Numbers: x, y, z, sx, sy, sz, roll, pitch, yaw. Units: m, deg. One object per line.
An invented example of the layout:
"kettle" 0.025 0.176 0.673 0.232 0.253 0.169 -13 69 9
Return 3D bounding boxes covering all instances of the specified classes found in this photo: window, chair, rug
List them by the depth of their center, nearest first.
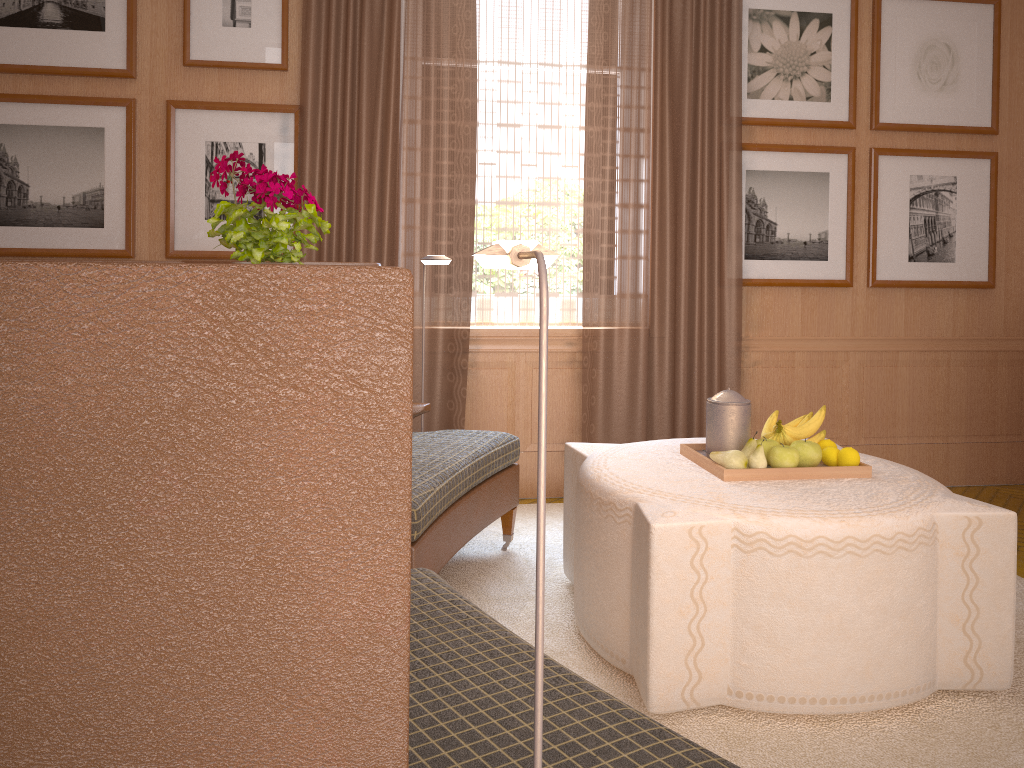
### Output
"chair" -0.500 0.686 2.201 1.722 1.969 1.920 -2 5 -34
"rug" 0.626 1.546 3.311 5.993 0.020 8.024 0 8 -9
"chair" -1.022 0.235 5.432 1.721 1.968 1.921 2 4 16
"window" 0.080 -2.141 7.809 2.433 3.372 0.849 0 1 -9

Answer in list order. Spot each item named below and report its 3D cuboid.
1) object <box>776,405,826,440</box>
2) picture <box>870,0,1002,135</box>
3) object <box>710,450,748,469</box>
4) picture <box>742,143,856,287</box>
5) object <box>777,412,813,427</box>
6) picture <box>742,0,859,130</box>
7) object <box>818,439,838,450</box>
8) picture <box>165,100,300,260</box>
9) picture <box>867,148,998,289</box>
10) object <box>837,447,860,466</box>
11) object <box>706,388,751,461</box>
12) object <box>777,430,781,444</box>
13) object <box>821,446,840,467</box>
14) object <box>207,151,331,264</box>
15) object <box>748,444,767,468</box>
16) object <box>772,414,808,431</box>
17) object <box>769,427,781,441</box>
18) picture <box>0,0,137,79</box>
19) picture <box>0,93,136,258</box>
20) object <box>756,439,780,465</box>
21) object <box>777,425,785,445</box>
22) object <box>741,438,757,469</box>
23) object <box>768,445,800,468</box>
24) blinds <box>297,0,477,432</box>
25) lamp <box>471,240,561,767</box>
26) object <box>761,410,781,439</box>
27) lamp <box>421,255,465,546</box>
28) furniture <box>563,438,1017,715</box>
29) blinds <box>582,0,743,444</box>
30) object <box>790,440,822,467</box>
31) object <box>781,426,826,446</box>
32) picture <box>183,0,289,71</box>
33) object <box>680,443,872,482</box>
"object" 1.619 0.219 4.867 0.404 0.169 0.071 -4 4 -32
"picture" 3.838 -2.899 7.955 1.249 1.247 0.048 0 1 -9
"object" 1.112 0.401 4.510 0.194 0.128 0.134 2 5 11
"picture" 2.431 -1.483 7.759 1.249 1.247 0.048 0 1 -9
"object" 1.567 0.257 4.912 0.377 0.171 0.065 -5 5 -42
"picture" 2.449 -2.887 7.738 1.249 1.247 0.048 0 1 -9
"object" 1.734 0.369 4.851 0.114 0.133 0.108 4 5 38
"picture" -2.211 -1.618 7.029 1.049 1.247 0.048 0 1 -9
"picture" 3.819 -1.494 7.977 1.249 1.247 0.048 0 1 -9
"object" 1.766 0.396 4.619 0.114 0.133 0.108 4 5 38
"object" 1.184 0.216 4.816 0.234 0.391 0.235 -2 4 -42
"object" 1.499 0.304 4.943 0.062 0.181 0.397 1 6 20
"object" 1.710 0.391 4.697 0.111 0.110 0.134 0 5 -6
"object" -1.063 -0.479 3.869 0.525 1.087 0.458 0 2 -11
"object" 1.254 0.377 4.499 0.098 0.148 0.098 2 3 27
"object" 1.552 0.234 4.958 0.091 0.128 0.410 3 7 39
"object" 1.434 0.302 4.947 0.071 0.185 0.395 1 7 5
"picture" -3.557 -3.012 6.794 1.249 1.247 0.048 0 1 -9
"picture" -3.576 -1.607 6.815 1.249 1.247 0.048 0 1 -9
"object" 1.363 0.364 4.719 0.155 0.134 0.160 0 5 -5
"object" 1.581 0.305 4.895 0.386 0.199 0.062 -5 5 -44
"object" 1.242 0.376 4.616 0.130 0.196 0.130 2 3 27
"object" 1.405 0.388 4.554 0.155 0.134 0.160 0 5 -5
"blinds" -1.007 -1.390 7.112 1.428 4.790 0.267 1 1 -8
"lamp" -0.026 0.715 1.827 0.564 2.027 0.631 0 2 -38
"object" 1.450 0.251 4.945 0.104 0.158 0.378 2 7 14
"lamp" -0.538 0.118 6.139 0.631 2.022 0.564 2 2 43
"furniture" 1.319 0.892 4.770 1.949 0.896 1.967 -1 7 -12
"blinds" 1.288 -1.415 7.474 1.447 4.780 0.267 1 1 -10
"object" 1.545 0.374 4.638 0.169 0.147 0.173 4 6 37
"object" 1.623 0.298 4.856 0.397 0.172 0.073 -4 4 -33
"picture" -2.192 -2.992 7.008 0.804 0.956 0.048 0 1 -9
"object" 1.405 0.412 4.778 0.800 0.059 0.644 0 8 -9
